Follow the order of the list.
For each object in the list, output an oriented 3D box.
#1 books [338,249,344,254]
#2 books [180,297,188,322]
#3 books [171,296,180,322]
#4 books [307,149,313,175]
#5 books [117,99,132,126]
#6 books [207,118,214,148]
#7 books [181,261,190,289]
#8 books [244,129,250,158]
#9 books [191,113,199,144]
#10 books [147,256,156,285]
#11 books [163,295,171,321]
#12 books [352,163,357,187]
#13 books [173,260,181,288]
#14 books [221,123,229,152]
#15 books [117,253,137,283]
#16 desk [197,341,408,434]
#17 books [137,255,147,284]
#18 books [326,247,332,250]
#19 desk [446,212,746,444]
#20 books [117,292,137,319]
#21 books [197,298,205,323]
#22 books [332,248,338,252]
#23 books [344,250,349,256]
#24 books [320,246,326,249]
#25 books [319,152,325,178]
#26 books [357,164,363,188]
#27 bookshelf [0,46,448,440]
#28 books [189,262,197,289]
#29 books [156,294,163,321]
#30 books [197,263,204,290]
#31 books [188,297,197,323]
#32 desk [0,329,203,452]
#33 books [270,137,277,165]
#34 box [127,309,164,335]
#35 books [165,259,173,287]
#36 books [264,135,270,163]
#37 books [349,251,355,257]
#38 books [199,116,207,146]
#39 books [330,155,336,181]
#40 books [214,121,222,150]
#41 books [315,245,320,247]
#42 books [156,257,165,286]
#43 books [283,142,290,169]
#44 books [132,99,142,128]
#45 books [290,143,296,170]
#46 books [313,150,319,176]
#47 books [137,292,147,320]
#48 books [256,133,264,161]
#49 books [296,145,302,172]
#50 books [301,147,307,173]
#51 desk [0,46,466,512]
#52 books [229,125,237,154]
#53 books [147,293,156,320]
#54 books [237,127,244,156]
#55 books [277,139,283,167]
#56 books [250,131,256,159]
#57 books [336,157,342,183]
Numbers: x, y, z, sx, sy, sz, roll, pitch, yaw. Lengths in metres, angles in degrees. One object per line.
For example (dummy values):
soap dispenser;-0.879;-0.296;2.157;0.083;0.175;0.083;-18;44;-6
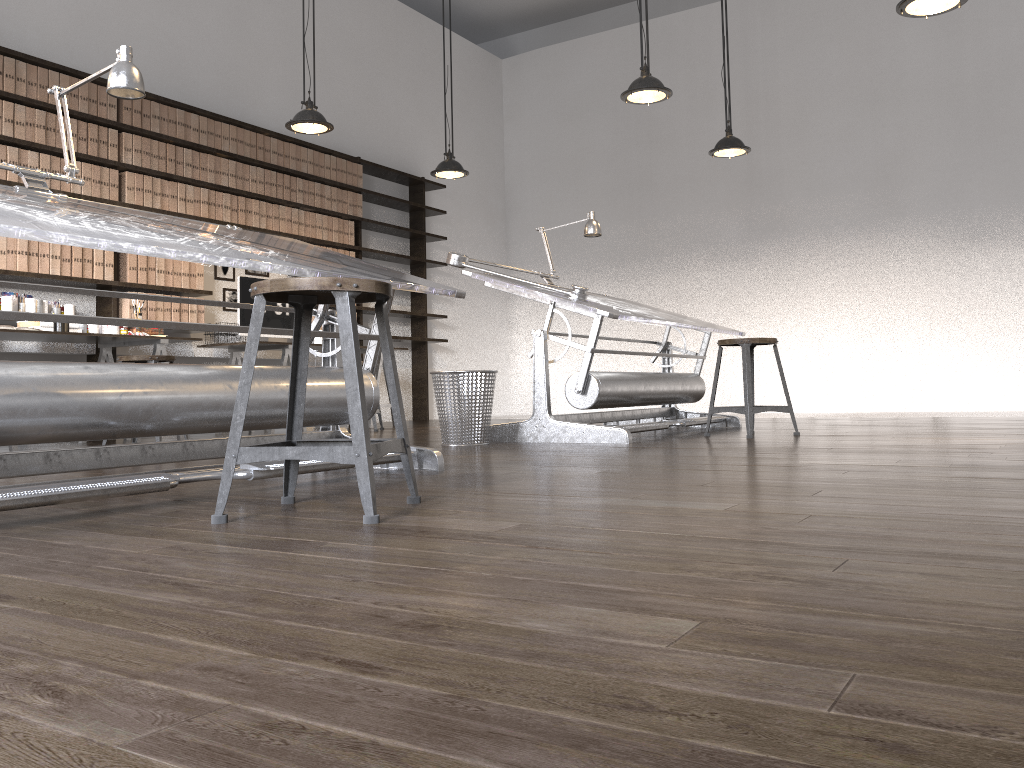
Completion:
books;-1.586;-1.081;7.910;0.174;0.226;0.067;-3;-4;32
books;-2.452;-0.521;6.484;0.174;0.226;0.066;-3;-4;32
books;-2.487;-0.521;6.417;0.174;0.226;0.067;-3;-4;32
books;-1.801;-1.903;7.648;0.174;0.226;0.067;-3;-4;32
books;-2.732;-1.896;6.172;0.174;0.226;0.066;-3;-4;32
books;-2.359;-1.899;6.766;0.174;0.226;0.066;-3;-4;32
books;-2.450;-0.798;6.502;0.174;0.226;0.067;-3;-4;32
books;-2.173;-1.900;7.060;0.174;0.226;0.066;-3;-4;32
books;-2.433;-1.898;6.644;0.174;0.226;0.066;-3;-4;32
books;-2.605;-0.797;6.268;0.174;0.226;0.066;-3;-4;32
books;-2.531;-0.520;6.358;0.174;0.226;0.066;-3;-4;32
books;-1.508;-1.906;8.128;0.174;0.226;0.066;-3;-4;32
books;-2.491;-0.798;6.448;0.174;0.226;0.066;-3;-4;32
books;-2.283;-1.899;6.883;0.174;0.226;0.066;-3;-4;32
books;-2.684;-0.796;6.142;0.174;0.226;0.066;-3;-4;32
desk;-1.604;0.039;7.060;0.655;0.671;1.667;-3;-1;32
books;-2.640;-0.797;6.202;0.174;0.226;0.067;-3;-4;32
books;-1.664;-1.080;7.787;0.174;0.226;0.066;-3;-4;32
desk;0.562;-0.391;5.335;1.075;1.390;2.067;-3;-2;32
books;-2.674;-0.519;6.124;0.174;0.226;0.066;-3;-4;32
books;-2.377;-0.521;6.604;0.174;0.226;0.066;-3;-4;32
books;-1.631;-1.080;7.850;0.174;0.226;0.066;-3;-4;32
books;-1.552;-1.081;7.976;0.174;0.226;0.066;-3;-4;32
books;-1.705;-1.080;7.729;0.174;0.226;0.066;-3;-4;32
books;-1.732;-1.904;7.770;0.174;0.226;0.066;-3;-4;32
books;-1.467;-1.906;8.185;0.174;0.226;0.066;-3;-4;32
bookshelf;-3.244;-0.493;5.374;0.373;3.216;9.168;-3;-2;32
books;-2.419;-0.799;6.561;0.174;0.226;0.066;-3;-4;32
books;-2.564;-0.520;6.301;0.174;0.226;0.066;-3;-4;32
books;-2.384;-0.799;6.613;0.174;0.226;0.066;-3;-4;32
books;-2.411;-0.521;6.542;0.174;0.226;0.066;-3;-4;32
desk;-2.739;0.048;5.248;0.655;0.671;1.667;-3;-1;32
books;-2.020;-1.902;7.301;0.174;0.226;0.066;-3;-4;32
box;-2.467;-0.395;5.931;0.137;0.208;0.211;-3;-3;32
books;-2.529;-0.798;6.388;0.174;0.226;0.066;-3;-4;32
books;-2.062;-1.901;7.243;0.174;0.226;0.066;-3;-4;32
books;-1.509;-1.081;8.039;0.174;0.226;0.066;-3;-4;32
books;-2.393;-1.899;6.704;0.174;0.226;0.067;-3;-4;32
books;-1.650;-1.905;7.887;0.174;0.226;0.066;-3;-4;32
books;-2.323;-1.899;6.826;0.174;0.226;0.066;-3;-4;32
books;-1.743;-1.079;7.669;0.174;0.226;0.066;-3;-4;32
books;-2.563;-0.798;6.326;0.174;0.226;0.066;-3;-4;32
books;-1.948;-1.902;7.423;0.174;0.226;0.066;-3;-4;32
books;-2.688;-1.896;6.232;0.174;0.226;0.067;-3;-4;32
books;-1.907;-1.902;7.477;0.174;0.226;0.067;-3;-4;32
books;-1.767;-1.903;7.710;0.174;0.226;0.066;-3;-4;32
books;-2.632;-0.520;6.184;0.174;0.226;0.066;-3;-4;32
books;-2.097;-1.901;7.176;0.174;0.226;0.067;-3;-4;32
books;-1.876;-1.903;7.536;0.174;0.226;0.066;-3;-4;32
books;-1.841;-1.903;7.588;0.174;0.226;0.066;-3;-4;32
desk;-1.216;-0.377;2.496;1.075;1.390;2.277;-3;-2;32
books;-2.242;-1.900;6.943;0.174;0.226;0.066;-3;-4;32
books;-2.594;-0.520;6.245;0.174;0.226;0.067;-3;-4;32
books;-2.203;-1.900;7.004;0.174;0.226;0.067;-3;-4;32
books;-1.986;-1.902;7.363;0.174;0.226;0.066;-3;-4;32
books;-2.141;-1.900;7.117;0.174;0.226;0.066;-3;-4;32
books;-1.612;-1.905;7.948;0.174;0.226;0.067;-3;-4;32
